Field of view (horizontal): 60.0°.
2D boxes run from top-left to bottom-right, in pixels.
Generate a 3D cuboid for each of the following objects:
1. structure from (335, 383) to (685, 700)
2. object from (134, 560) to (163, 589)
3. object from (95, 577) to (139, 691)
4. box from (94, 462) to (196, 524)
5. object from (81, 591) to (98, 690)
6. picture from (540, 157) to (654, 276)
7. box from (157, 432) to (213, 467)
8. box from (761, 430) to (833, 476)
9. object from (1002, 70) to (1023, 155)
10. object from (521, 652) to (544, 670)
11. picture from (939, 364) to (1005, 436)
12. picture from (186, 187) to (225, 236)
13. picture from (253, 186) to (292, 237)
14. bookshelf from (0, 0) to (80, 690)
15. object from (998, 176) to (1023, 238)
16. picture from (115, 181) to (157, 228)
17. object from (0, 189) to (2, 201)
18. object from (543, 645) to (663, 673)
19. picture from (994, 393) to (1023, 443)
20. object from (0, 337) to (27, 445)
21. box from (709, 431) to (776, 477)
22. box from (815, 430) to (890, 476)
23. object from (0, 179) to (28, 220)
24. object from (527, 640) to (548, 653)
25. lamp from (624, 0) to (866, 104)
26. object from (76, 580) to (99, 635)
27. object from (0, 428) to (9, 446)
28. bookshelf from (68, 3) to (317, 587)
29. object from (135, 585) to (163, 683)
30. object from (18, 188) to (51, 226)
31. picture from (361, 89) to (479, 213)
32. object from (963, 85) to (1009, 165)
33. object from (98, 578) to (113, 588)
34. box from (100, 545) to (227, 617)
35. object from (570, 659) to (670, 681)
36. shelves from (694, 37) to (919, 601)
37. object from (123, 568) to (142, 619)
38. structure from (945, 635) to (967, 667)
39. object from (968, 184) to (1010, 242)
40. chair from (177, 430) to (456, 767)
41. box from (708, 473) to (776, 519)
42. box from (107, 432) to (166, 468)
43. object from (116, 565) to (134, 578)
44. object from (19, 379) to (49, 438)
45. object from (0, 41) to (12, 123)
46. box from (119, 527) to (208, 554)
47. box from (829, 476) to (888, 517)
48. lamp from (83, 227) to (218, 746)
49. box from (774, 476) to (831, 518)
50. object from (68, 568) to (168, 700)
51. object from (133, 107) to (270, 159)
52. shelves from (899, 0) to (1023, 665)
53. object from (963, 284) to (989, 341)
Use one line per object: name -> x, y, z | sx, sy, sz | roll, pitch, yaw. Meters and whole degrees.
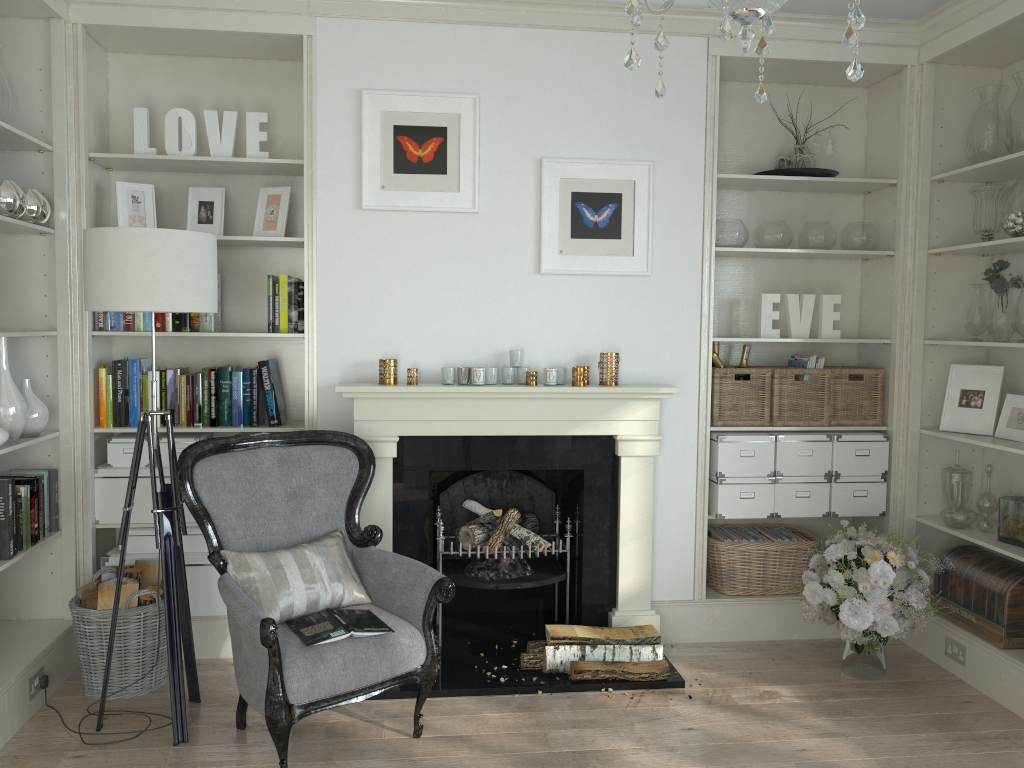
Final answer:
structure -> -0.037, 0.589, 3.930 | 1.432, 1.191, 1.026 | 0, 4, -7
object -> -1.488, 0.950, 3.608 | 0.150, 0.462, 0.178 | 2, 4, 15
object -> -1.517, 0.966, 3.395 | 0.148, 0.456, 0.165 | -2, 4, -31
box -> -1.550, 0.466, 3.932 | 0.499, 0.238, 0.337 | 0, 4, -7
object -> -1.600, 1.001, 3.453 | 0.116, 0.392, 0.106 | 0, 4, -10
picture -> 0.370, -0.725, 3.861 | 0.494, 0.496, 0.024 | 0, 4, -7
box -> -1.450, 0.287, 3.941 | 0.179, 0.126, 0.264 | 0, 4, -7
box -> 1.310, 0.313, 4.239 | 0.270, 0.191, 0.400 | 0, 4, -7
object -> 2.118, -1.086, 3.628 | 0.193, 0.362, 0.193 | -1, 4, -24
object -> 0.319, 1.136, 3.666 | 0.561, 0.078, 0.078 | 0, 4, -6
picture -> 2.043, 0.066, 3.926 | 0.127, 0.300, 0.231 | -2, 5, -37
picture -> -1.340, -0.750, 3.888 | 0.153, 0.228, 0.094 | 0, 4, -7
picture -> -1.037, -0.744, 3.858 | 0.153, 0.228, 0.094 | 2, 4, 18
bookshelf -> -1.936, -0.237, 3.139 | 0.399, 2.523, 0.972 | 0, 4, -7
object -> 2.110, -0.695, 3.510 | 0.329, 0.249, 0.329 | -2, 5, -32
picture -> -1.607, -0.746, 3.789 | 0.153, 0.228, 0.094 | -2, 4, -32
object -> -1.845, -0.654, 3.020 | 0.185, 0.140, 0.185 | 2, 4, 13
object -> 0.370, 1.115, 3.596 | 0.483, 0.128, 0.084 | 0, 4, -5
picture -> 2.136, 0.143, 3.685 | 0.124, 0.192, 0.206 | 0, 4, -12
object -> -1.852, 0.022, 3.224 | 0.155, 0.397, 0.155 | -1, 4, -22
box -> 1.034, 0.313, 4.193 | 0.270, 0.191, 0.400 | 0, 4, -7
box -> 1.579, 0.315, 4.260 | 0.270, 0.191, 0.400 | 0, 4, -7
object -> -1.871, -0.669, 3.233 | 0.185, 0.140, 0.185 | 2, 4, 13
object -> 0.324, 1.108, 3.743 | 0.516, 0.123, 0.118 | 0, 4, -9
lamp -> 0.418, -1.801, 1.450 | 0.577, 2.542, 0.648 | -2, 5, -37
object -> -1.653, 1.037, 3.538 | 0.142, 0.486, 0.139 | 0, 4, -7
object -> -1.822, 0.173, 3.052 | 0.154, 0.116, 0.152 | 0, 4, -10
bookshelf -> -1.336, -0.280, 3.895 | 0.988, 2.523, 0.399 | 0, 4, -7
object -> -1.452, 1.037, 3.520 | 0.122, 0.516, 0.273 | -1, 4, -24
object -> -1.897, -0.683, 3.447 | 0.185, 0.140, 0.185 | 2, 4, 13
picture -> -0.387, -0.982, 3.752 | 0.494, 0.496, 0.024 | 0, 4, -7
object -> 2.080, -1.103, 3.871 | 0.193, 0.362, 0.193 | -1, 4, -24
object -> -1.555, 1.040, 3.539 | 0.119, 0.526, 0.169 | 4, 5, 43
box -> -1.363, 0.837, 3.903 | 0.734, 0.264, 0.374 | 0, 4, -7
object -> 0.428, 1.143, 3.540 | 0.389, 0.085, 0.109 | 0, 4, -5
shelves -> 1.310, -0.270, 4.217 | 0.992, 2.523, 0.399 | 0, 4, -7
object -> -1.510, 1.005, 3.477 | 0.128, 0.565, 0.076 | 0, 4, -4
structure -> 1.850, 1.114, 3.698 | 0.010, 0.084, 0.140 | 0, 4, -7
object -> 2.058, -0.720, 3.833 | 0.168, 0.256, 0.168 | 4, 5, 41
chair -> -0.706, 0.712, 3.100 | 0.778, 1.024, 0.763 | -3, 5, -42
box -> 1.037, 0.503, 4.207 | 0.270, 0.191, 0.400 | 0, 4, -7
box -> -1.652, 0.286, 3.916 | 0.179, 0.126, 0.264 | 0, 4, -7
object -> -1.582, 1.024, 3.605 | 0.077, 0.564, 0.147 | 0, 4, -11
object -> -1.882, 0.092, 3.437 | 0.154, 0.225, 0.153 | 3, 4, 28
object -> -2.008, -1.117, 3.363 | 0.193, 0.362, 0.193 | -1, 4, -24
box -> -1.363, 0.660, 3.867 | 0.608, 0.099, 0.219 | 0, 4, -7
box -> 1.577, 0.505, 4.280 | 0.270, 0.191, 0.400 | 0, 4, -7
lamp -> -1.253, 0.349, 3.116 | 0.429, 1.739, 0.429 | 3, 4, 26
box -> 1.302, 0.503, 4.248 | 0.270, 0.191, 0.400 | 0, 4, -7
object -> -0.081, 0.995, 3.558 | 3.296, 0.432, 0.395 | 1, 4, -2
object -> -1.321, -1.060, 3.787 | 0.554, 0.216, 0.039 | 0, 4, -7
shelves -> 2.075, -0.222, 3.625 | 0.399, 2.523, 0.972 | 0, 4, -7
object -> 2.070, -0.317, 3.948 | 0.110, 0.251, 0.110 | -2, 5, -35
